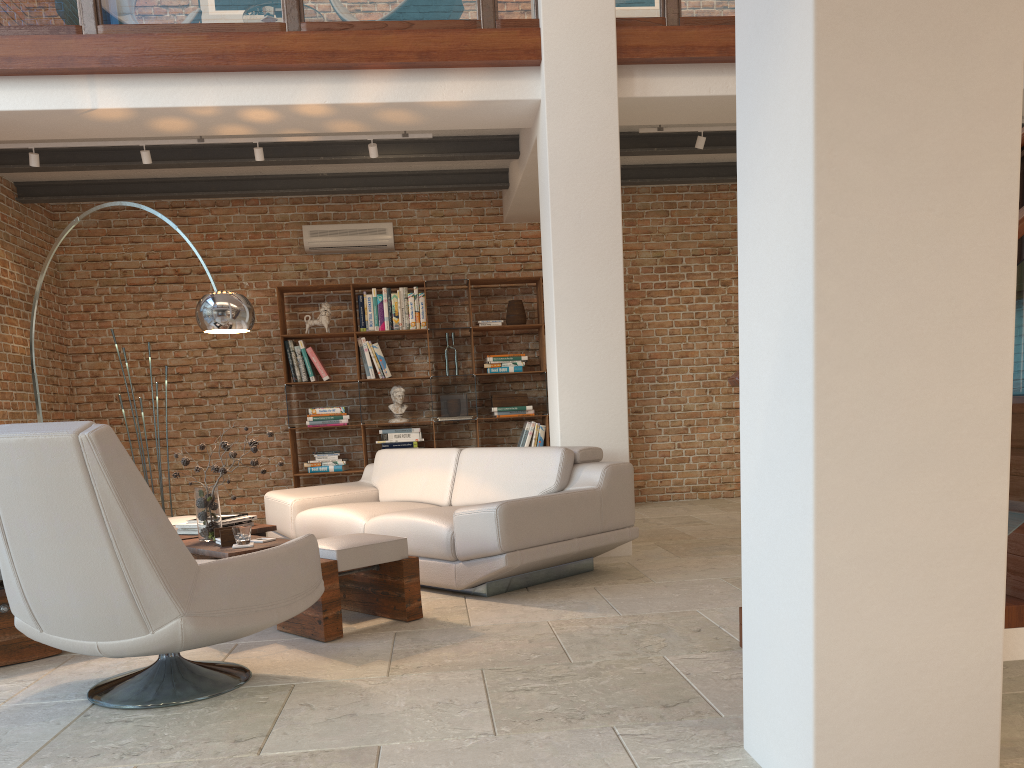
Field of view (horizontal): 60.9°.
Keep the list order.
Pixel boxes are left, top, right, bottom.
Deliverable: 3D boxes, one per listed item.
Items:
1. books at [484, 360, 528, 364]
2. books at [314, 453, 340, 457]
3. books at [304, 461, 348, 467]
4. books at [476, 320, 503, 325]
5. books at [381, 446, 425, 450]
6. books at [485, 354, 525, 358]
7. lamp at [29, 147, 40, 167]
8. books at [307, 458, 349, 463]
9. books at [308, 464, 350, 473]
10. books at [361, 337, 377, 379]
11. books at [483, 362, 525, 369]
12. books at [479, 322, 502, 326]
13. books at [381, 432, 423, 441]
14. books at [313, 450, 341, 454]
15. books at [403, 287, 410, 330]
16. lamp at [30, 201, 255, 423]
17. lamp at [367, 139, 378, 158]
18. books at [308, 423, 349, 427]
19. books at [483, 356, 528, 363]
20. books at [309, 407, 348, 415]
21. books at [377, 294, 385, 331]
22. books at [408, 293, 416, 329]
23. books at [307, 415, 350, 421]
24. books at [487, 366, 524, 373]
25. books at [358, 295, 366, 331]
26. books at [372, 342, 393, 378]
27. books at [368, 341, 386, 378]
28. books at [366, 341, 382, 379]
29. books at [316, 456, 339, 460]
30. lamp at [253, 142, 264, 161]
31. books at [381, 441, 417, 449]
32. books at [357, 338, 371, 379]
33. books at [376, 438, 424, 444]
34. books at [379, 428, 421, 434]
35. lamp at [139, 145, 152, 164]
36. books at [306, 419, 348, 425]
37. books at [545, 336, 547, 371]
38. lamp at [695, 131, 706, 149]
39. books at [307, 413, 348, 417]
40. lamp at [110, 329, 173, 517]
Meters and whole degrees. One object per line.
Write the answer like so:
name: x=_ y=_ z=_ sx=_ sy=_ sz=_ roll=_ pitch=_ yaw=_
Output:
books: x=-0.065 y=-0.201 z=8.207 sx=0.379 sy=0.018 sz=0.242 roll=-3 pitch=-2 yaw=-12
books: x=-1.743 y=0.667 z=8.208 sx=0.236 sy=0.019 sz=0.169 roll=-3 pitch=-2 yaw=-12
books: x=-1.746 y=0.748 z=8.199 sx=0.379 sy=0.037 sz=0.242 roll=-3 pitch=-2 yaw=-5
books: x=-0.212 y=-0.570 z=8.098 sx=0.236 sy=0.019 sz=0.169 roll=-3 pitch=-2 yaw=-12
books: x=-1.035 y=0.635 z=8.233 sx=0.378 sy=0.065 sz=0.242 roll=-2 pitch=-1 yaw=-18
books: x=-0.069 y=-0.257 z=8.210 sx=0.355 sy=0.021 sz=0.269 roll=-3 pitch=-2 yaw=-7
lamp: x=-3.177 y=-1.500 z=5.796 sx=0.059 sy=0.131 sz=0.085 roll=-8 pitch=7 yaw=-35
books: x=-1.731 y=0.719 z=8.187 sx=0.379 sy=0.018 sz=0.242 roll=-3 pitch=-2 yaw=-12
books: x=-1.722 y=0.793 z=8.200 sx=0.327 sy=0.056 sz=0.252 roll=-3 pitch=-2 yaw=5
books: x=-1.327 y=-0.230 z=8.088 sx=0.103 sy=0.389 sz=0.240 roll=-4 pitch=6 yaw=-5
books: x=-0.080 y=-0.172 z=8.220 sx=0.379 sy=0.037 sz=0.242 roll=-3 pitch=-2 yaw=-5
books: x=-0.205 y=-0.544 z=8.096 sx=0.205 sy=0.034 sz=0.131 roll=-3 pitch=-1 yaw=-5
books: x=-1.046 y=0.492 z=8.230 sx=0.379 sy=0.065 sz=0.242 roll=-3 pitch=-1 yaw=-11
books: x=-1.734 y=0.640 z=8.185 sx=0.252 sy=0.017 sz=0.160 roll=-3 pitch=-2 yaw=-5
books: x=-0.971 y=-0.682 z=8.066 sx=0.036 sy=0.389 sz=0.240 roll=-4 pitch=6 yaw=-5
lamp: x=-2.320 y=0.092 z=5.407 sx=2.032 sy=2.389 sz=0.313 roll=-1 pitch=8 yaw=31
lamp: x=-0.955 y=-1.614 z=5.994 sx=0.061 sy=0.117 sz=0.093 roll=-3 pitch=4 yaw=1
books: x=-1.710 y=0.385 z=8.146 sx=0.355 sy=0.021 sz=0.269 roll=-3 pitch=-2 yaw=-5
books: x=-0.064 y=-0.229 z=8.195 sx=0.379 sy=0.037 sz=0.242 roll=-3 pitch=-2 yaw=-11
books: x=-1.709 y=0.252 z=8.131 sx=0.326 sy=0.056 sz=0.252 roll=-3 pitch=-1 yaw=-3
books: x=-1.204 y=-0.642 z=8.060 sx=0.055 sy=0.335 sz=0.251 roll=-4 pitch=5 yaw=-5
books: x=-0.923 y=-0.657 z=8.068 sx=0.055 sy=0.335 sz=0.251 roll=-4 pitch=5 yaw=-5
books: x=-1.710 y=0.319 z=8.123 sx=0.379 sy=0.037 sz=0.242 roll=-3 pitch=-2 yaw=-11
books: x=-0.056 y=-0.126 z=8.220 sx=0.327 sy=0.056 sz=0.252 roll=-3 pitch=-2 yaw=5
books: x=-1.375 y=-0.634 z=8.046 sx=0.055 sy=0.335 sz=0.251 roll=-4 pitch=5 yaw=-5
books: x=-1.203 y=-0.210 z=8.106 sx=0.158 sy=0.334 sz=0.251 roll=-3 pitch=5 yaw=-5
books: x=-1.253 y=-0.216 z=8.115 sx=0.124 sy=0.354 sz=0.268 roll=-4 pitch=5 yaw=-5
books: x=-1.274 y=-0.216 z=8.104 sx=0.124 sy=0.354 sz=0.268 roll=-4 pitch=5 yaw=-5
books: x=-1.736 y=0.693 z=8.206 sx=0.205 sy=0.034 sz=0.131 roll=-3 pitch=-1 yaw=-5
lamp: x=-1.719 y=-1.571 z=5.921 sx=0.061 sy=0.131 sz=0.084 roll=-3 pitch=5 yaw=-3
books: x=-1.064 y=0.574 z=8.210 sx=0.326 sy=0.056 sz=0.252 roll=-3 pitch=-2 yaw=-10
books: x=-1.366 y=-0.228 z=8.108 sx=0.101 sy=0.390 sz=0.240 roll=-4 pitch=6 yaw=-5
books: x=-1.051 y=0.535 z=8.218 sx=0.444 sy=0.021 sz=0.269 roll=-3 pitch=-2 yaw=-5
books: x=-1.053 y=0.441 z=8.218 sx=0.379 sy=0.037 sz=0.242 roll=-3 pitch=-2 yaw=-5
lamp: x=-2.459 y=-1.539 z=5.858 sx=0.061 sy=0.123 sz=0.084 roll=-3 pitch=5 yaw=-3
books: x=-1.720 y=0.357 z=8.134 sx=0.379 sy=0.037 sz=0.242 roll=-3 pitch=-2 yaw=-10
books: x=0.322 y=-0.284 z=8.232 sx=0.055 sy=0.335 sz=0.251 roll=-4 pitch=5 yaw=-5
lamp: x=1.335 y=-1.719 z=6.175 sx=0.059 sy=0.131 sz=0.085 roll=-8 pitch=7 yaw=-35
books: x=-1.715 y=0.291 z=8.138 sx=0.355 sy=0.021 sz=0.269 roll=-3 pitch=-2 yaw=-7
lamp: x=-3.077 y=0.466 z=7.374 sx=0.413 sy=1.850 sz=0.197 roll=-8 pitch=10 yaw=-34
